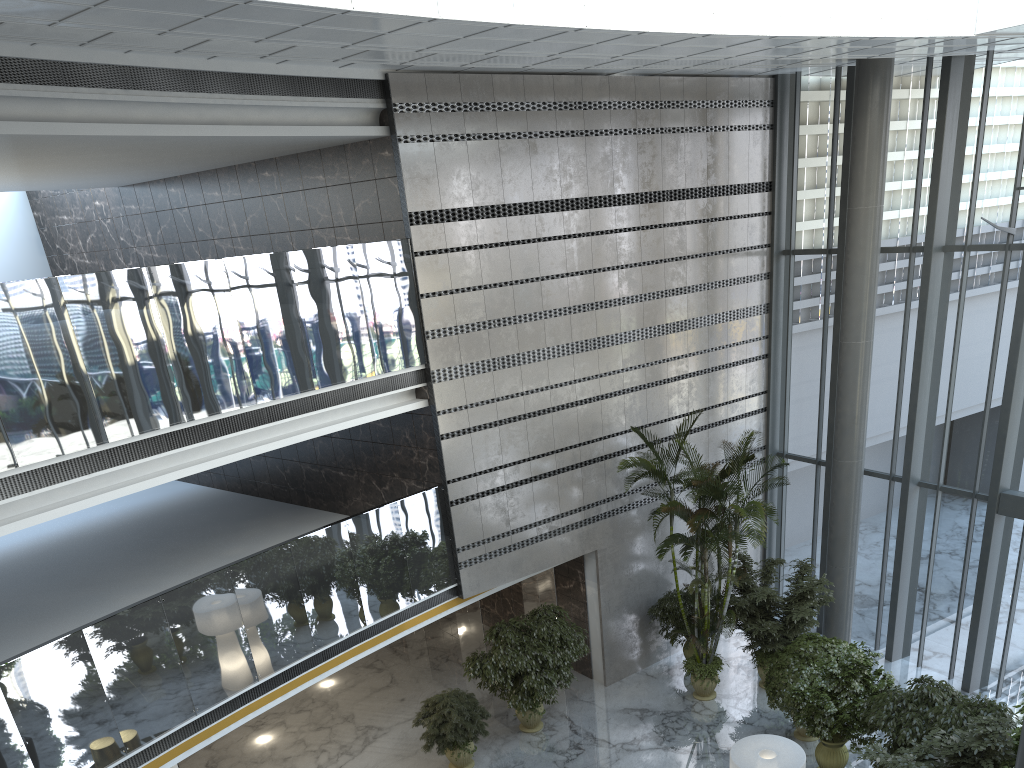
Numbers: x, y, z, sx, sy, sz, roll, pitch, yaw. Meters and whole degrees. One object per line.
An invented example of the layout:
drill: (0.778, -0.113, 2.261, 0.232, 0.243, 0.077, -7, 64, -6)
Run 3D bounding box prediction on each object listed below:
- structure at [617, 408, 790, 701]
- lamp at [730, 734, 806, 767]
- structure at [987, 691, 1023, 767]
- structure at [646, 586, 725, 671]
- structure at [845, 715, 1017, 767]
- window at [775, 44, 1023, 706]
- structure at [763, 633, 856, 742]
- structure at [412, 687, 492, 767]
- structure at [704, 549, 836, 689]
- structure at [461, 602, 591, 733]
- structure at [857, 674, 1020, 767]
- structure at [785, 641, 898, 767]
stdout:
structure: (2.912, 2.787, 13.071, 2.403, 5.144, 2.317, -16, 23, -25)
lamp: (2.974, 5.027, 10.042, 0.836, 1.845, 0.758, -11, 22, -14)
structure: (6.409, 4.227, 8.773, 3.140, 3.273, 3.459, -12, 18, -20)
structure: (3.011, 4.184, 14.689, 1.388, 1.710, 1.029, -3, 20, 8)
structure: (4.543, 4.733, 8.901, 2.110, 2.578, 2.244, 11, 25, 41)
window: (0.921, 1.138, 7.175, 18.426, 11.146, 12.466, -10, 17, -18)
structure: (4.400, 4.438, 12.524, 1.405, 1.781, 1.476, 3, 20, 24)
structure: (-0.873, 5.083, 12.574, 1.156, 1.469, 1.099, -13, 20, -19)
structure: (4.180, 3.837, 13.747, 1.771, 2.537, 1.775, 11, 25, 39)
structure: (0.274, 4.480, 13.263, 2.017, 2.186, 1.481, -6, 19, -2)
structure: (5.230, 4.572, 10.634, 1.635, 2.092, 1.833, -6, 18, -1)
structure: (4.426, 4.422, 11.597, 1.372, 2.174, 1.127, -8, 21, -7)
